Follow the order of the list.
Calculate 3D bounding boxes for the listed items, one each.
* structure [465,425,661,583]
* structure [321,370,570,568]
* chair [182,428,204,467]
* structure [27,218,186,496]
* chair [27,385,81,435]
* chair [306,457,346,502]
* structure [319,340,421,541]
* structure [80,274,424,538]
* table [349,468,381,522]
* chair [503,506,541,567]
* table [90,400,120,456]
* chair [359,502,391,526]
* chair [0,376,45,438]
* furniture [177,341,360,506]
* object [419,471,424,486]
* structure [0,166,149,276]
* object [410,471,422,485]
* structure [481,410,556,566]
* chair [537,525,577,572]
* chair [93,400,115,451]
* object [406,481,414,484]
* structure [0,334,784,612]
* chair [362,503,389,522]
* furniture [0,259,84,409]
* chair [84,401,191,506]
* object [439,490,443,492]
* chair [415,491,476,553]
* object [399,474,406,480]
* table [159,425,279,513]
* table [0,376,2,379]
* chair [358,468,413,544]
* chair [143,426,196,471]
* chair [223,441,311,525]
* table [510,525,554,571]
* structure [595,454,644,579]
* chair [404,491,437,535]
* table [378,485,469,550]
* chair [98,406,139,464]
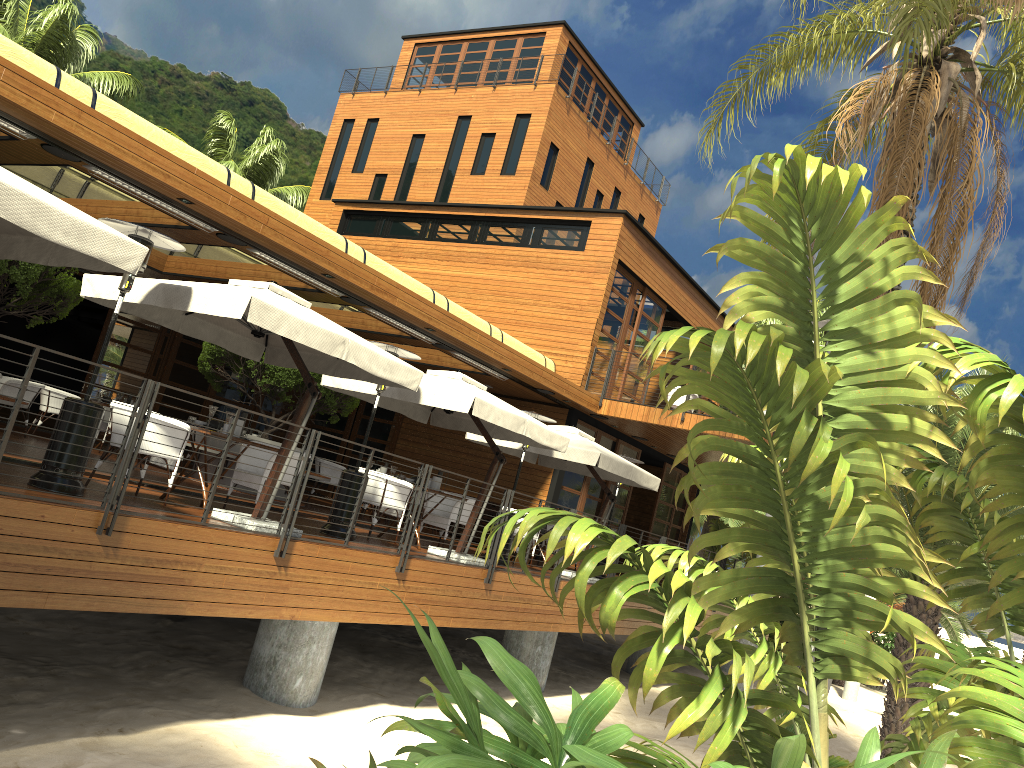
[{"bbox_3d":[0.699,1.793,14.224,2.417,2.339,2.404,9,-10,33],"label":"structure"},{"bbox_3d":[-0.984,0.945,11.438,2.417,2.339,2.404,9,-10,33],"label":"structure"},{"bbox_3d":[-5.852,1.237,16.760,0.616,0.790,0.626,16,-9,-11],"label":"chair"},{"bbox_3d":[-3.281,-0.225,7.087,0.700,2.198,0.696,11,-10,21],"label":"structure"},{"bbox_3d":[-7.129,0.471,13.801,0.615,0.790,0.628,21,-11,-35],"label":"chair"},{"bbox_3d":[-3.227,1.732,15.397,0.616,0.790,0.626,16,-9,-11],"label":"chair"},{"bbox_3d":[-1.622,0.611,9.834,0.700,2.198,0.696,11,-10,21],"label":"structure"},{"bbox_3d":[-2.667,0.097,8.652,2.417,2.339,2.404,9,-10,33],"label":"structure"},{"bbox_3d":[-2.399,1.995,15.572,1.167,0.751,1.161,8,-11,38],"label":"table"},{"bbox_3d":[0.053,2.331,13.562,0.628,0.790,0.614,9,-10,34],"label":"chair"},{"bbox_3d":[-6.342,0.778,14.354,1.167,0.751,1.161,13,-9,13],"label":"table"},{"bbox_3d":[-2.188,1.909,14.729,0.627,0.790,0.615,16,-9,-11],"label":"chair"},{"bbox_3d":[-7.098,0.300,12.570,0.628,0.790,0.614,8,-11,39],"label":"chair"},{"bbox_3d":[-3.843,0.400,14.159,2.619,2.730,2.683,11,-9,24],"label":"furniture"},{"bbox_3d":[-1.184,1.239,11.693,0.082,0.227,0.081,9,-11,34],"label":"object"},{"bbox_3d":[-4.349,-0.752,5.866,2.417,2.339,2.404,9,-10,33],"label":"structure"},{"bbox_3d":[-1.240,1.220,11.469,0.163,0.179,0.167,9,-10,35],"label":"object"},{"bbox_3d":[0.042,1.450,12.589,0.700,2.198,0.696,11,-10,21],"label":"structure"},{"bbox_3d":[0.847,2.725,14.830,0.628,0.790,0.614,9,-10,34],"label":"chair"},{"bbox_3d":[-6.820,0.732,15.038,0.625,0.790,0.617,21,-11,-35],"label":"chair"},{"bbox_3d":[-1.346,1.219,11.096,0.295,0.025,0.169,10,-10,33],"label":"object"},{"bbox_3d":[0.233,2.062,11.526,0.163,1.156,26.159,9,-10,33],"label":"structure"},{"bbox_3d":[-2.429,2.083,16.363,0.627,0.790,0.615,16,-9,-11],"label":"chair"},{"bbox_3d":[-6.483,-0.911,9.922,2.569,2.730,2.712,15,-8,-2],"label":"furniture"},{"bbox_3d":[-3.352,0.615,7.925,0.628,0.790,0.614,9,-10,34],"label":"chair"},{"bbox_3d":[-1.056,1.384,11.706,0.295,0.025,0.169,10,-10,33],"label":"object"},{"bbox_3d":[-0.855,1.867,12.011,0.628,0.790,0.614,9,-10,34],"label":"chair"},{"bbox_3d":[-1.399,1.203,11.303,0.086,0.086,0.086,8,-11,37],"label":"object"},{"bbox_3d":[-2.954,0.828,8.532,0.933,0.751,0.928,9,-10,33],"label":"table"},{"bbox_3d":[-7.663,0.090,12.014,1.166,0.751,1.162,14,-8,2],"label":"table"},{"bbox_3d":[-1.650,1.473,10.743,0.628,0.790,0.614,9,-10,34],"label":"chair"},{"bbox_3d":[-5.678,0.992,14.758,0.615,0.790,0.628,21,-11,-35],"label":"chair"},{"bbox_3d":[-2.529,1.024,9.241,0.628,0.790,0.614,9,-10,34],"label":"chair"},{"bbox_3d":[0.425,2.531,14.127,0.933,0.751,0.928,9,-10,33],"label":"table"},{"bbox_3d":[1.710,2.290,15.351,0.700,2.198,0.696,11,-10,21],"label":"structure"},{"bbox_3d":[-1.490,2.223,15.621,0.616,0.790,0.626,16,-9,-11],"label":"chair"},{"bbox_3d":[-1.267,1.678,11.326,0.933,0.751,0.928,9,-10,33],"label":"table"},{"bbox_3d":[-5.928,0.763,13.632,0.625,0.790,0.617,21,-11,-35],"label":"chair"}]
